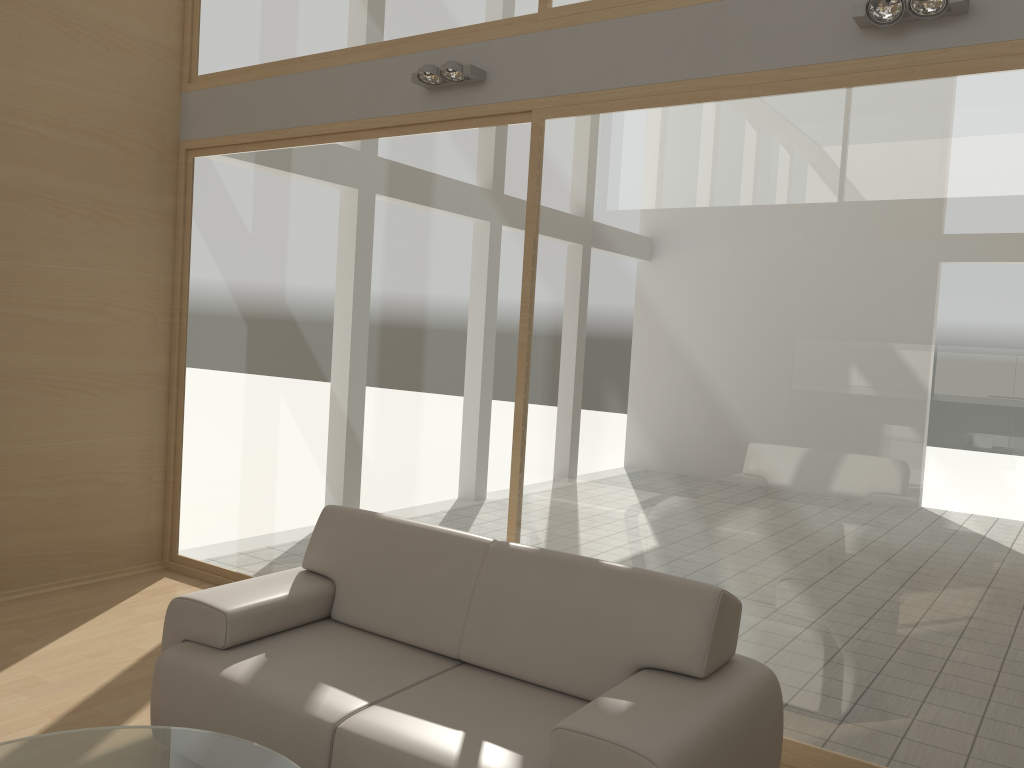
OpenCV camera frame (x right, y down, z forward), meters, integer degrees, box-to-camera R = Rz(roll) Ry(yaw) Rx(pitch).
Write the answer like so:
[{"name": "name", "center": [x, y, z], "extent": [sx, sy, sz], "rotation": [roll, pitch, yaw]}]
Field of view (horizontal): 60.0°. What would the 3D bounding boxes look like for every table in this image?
[{"name": "table", "center": [-1.045, 1.241, 2.072], "extent": [1.198, 0.370, 1.198], "rotation": [1, 4, -39]}]

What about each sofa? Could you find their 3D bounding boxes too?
[{"name": "sofa", "center": [-0.223, 0.997, 3.114], "extent": [2.093, 0.846, 1.168], "rotation": [5, 3, 34]}]

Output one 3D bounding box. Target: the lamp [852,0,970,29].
[{"name": "lamp", "center": [1.386, -1.319, 3.102], "extent": [0.360, 0.110, 0.183], "rotation": [5, 3, 34]}]

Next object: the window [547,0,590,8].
[{"name": "window", "center": [1.276, -2.709, 3.288], "extent": [2.525, 2.200, 0.020], "rotation": [5, 3, 34]}]

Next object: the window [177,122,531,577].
[{"name": "window", "center": [-1.009, -0.066, 4.883], "extent": [2.525, 2.500, 0.020], "rotation": [5, 3, 34]}]

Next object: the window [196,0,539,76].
[{"name": "window", "center": [-0.840, -2.907, 4.741], "extent": [2.525, 2.200, 0.020], "rotation": [5, 3, 34]}]

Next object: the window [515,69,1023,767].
[{"name": "window", "center": [1.108, 0.132, 3.429], "extent": [2.525, 2.500, 0.020], "rotation": [5, 3, 34]}]

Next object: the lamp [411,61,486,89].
[{"name": "lamp", "center": [-0.322, -1.485, 4.251], "extent": [0.360, 0.080, 0.182], "rotation": [5, 3, 34]}]
